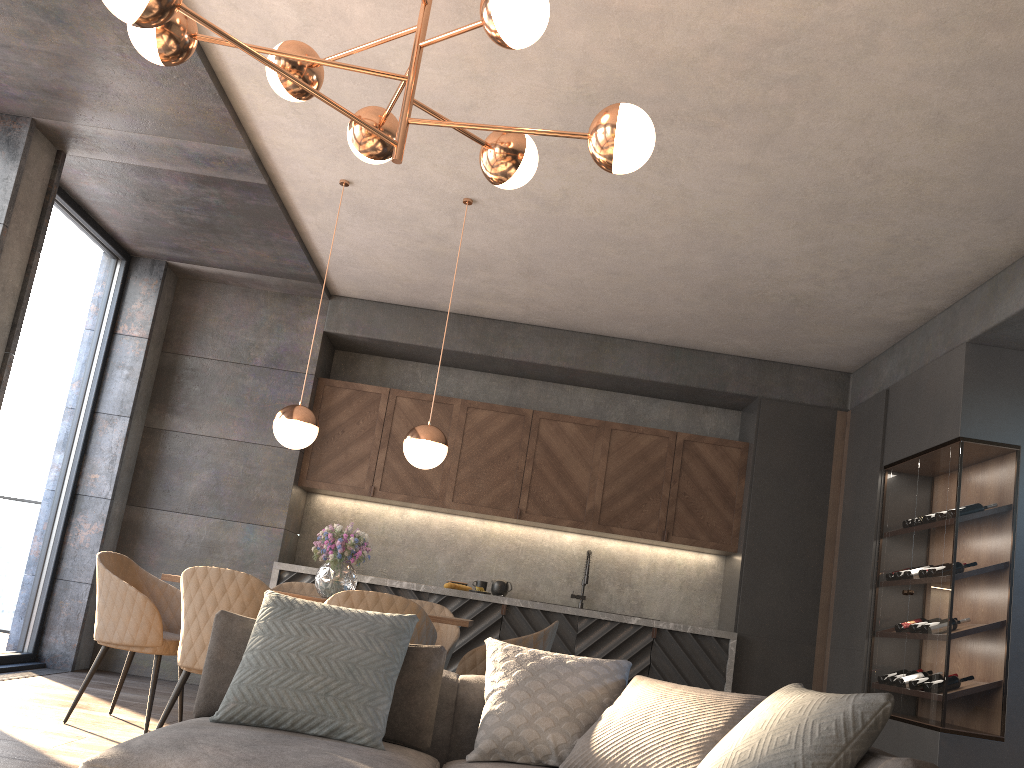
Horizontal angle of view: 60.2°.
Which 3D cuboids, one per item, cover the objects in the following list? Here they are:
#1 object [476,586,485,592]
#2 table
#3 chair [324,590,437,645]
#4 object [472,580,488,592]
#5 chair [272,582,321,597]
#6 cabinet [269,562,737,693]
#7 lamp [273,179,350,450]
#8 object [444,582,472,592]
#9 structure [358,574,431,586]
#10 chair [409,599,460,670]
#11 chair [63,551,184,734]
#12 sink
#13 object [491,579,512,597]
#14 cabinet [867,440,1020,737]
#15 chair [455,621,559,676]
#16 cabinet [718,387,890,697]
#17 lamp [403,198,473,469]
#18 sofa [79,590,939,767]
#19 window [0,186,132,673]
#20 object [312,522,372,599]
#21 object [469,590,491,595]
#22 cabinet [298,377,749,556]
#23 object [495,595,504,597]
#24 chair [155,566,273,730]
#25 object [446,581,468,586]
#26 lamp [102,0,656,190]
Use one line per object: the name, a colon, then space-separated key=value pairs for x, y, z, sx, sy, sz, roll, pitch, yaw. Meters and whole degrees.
object: x=-0.237 y=1.546 z=6.614 sx=0.120 sy=0.044 sz=0.118 roll=7 pitch=-14 yaw=6
table: x=-0.989 y=1.472 z=4.467 sx=1.466 sy=0.757 sz=0.783 roll=9 pitch=-12 yaw=1
chair: x=-0.648 y=1.343 z=3.912 sx=0.556 sy=0.823 sz=0.518 roll=10 pitch=-11 yaw=-5
object: x=-0.244 y=1.564 z=6.784 sx=0.090 sy=0.102 sz=0.114 roll=1 pitch=-15 yaw=32
chair: x=-1.253 y=1.552 z=5.053 sx=0.556 sy=0.823 sz=0.518 roll=10 pitch=-11 yaw=-5
cabinet: x=-0.125 y=2.075 z=6.603 sx=3.391 sy=0.935 sz=0.611 roll=9 pitch=-11 yaw=1
lamp: x=-1.054 y=-0.394 z=4.822 sx=0.239 sy=1.520 sz=0.243 roll=8 pitch=-10 yaw=7
object: x=-0.398 y=1.532 z=6.642 sx=0.071 sy=0.054 sz=0.306 roll=-2 pitch=-18 yaw=40
structure: x=-0.877 y=1.504 z=6.705 sx=0.610 sy=0.017 sz=0.514 roll=9 pitch=-15 yaw=1
chair: x=-0.610 y=1.644 z=5.025 sx=0.555 sy=0.823 sz=0.519 roll=9 pitch=-11 yaw=0
chair: x=-1.891 y=1.303 z=4.484 sx=0.509 sy=0.823 sz=0.565 roll=8 pitch=-11 yaw=5
sink: x=0.637 y=1.542 z=6.748 sx=0.962 sy=0.538 sz=0.469 roll=9 pitch=-12 yaw=1
object: x=-0.089 y=1.570 z=6.782 sx=0.137 sy=0.135 sz=0.154 roll=15 pitch=-14 yaw=-26
cabinet: x=2.577 y=1.232 z=5.346 sx=0.337 sy=1.559 sz=1.016 roll=9 pitch=-11 yaw=1
chair: x=-0.075 y=1.571 z=4.438 sx=0.509 sy=0.823 sz=0.565 roll=8 pitch=-11 yaw=5
cabinet: x=2.278 y=1.477 z=6.434 sx=1.187 sy=2.711 sz=1.223 roll=9 pitch=-11 yaw=1
lamp: x=-0.362 y=-0.289 z=4.814 sx=0.241 sy=1.520 sz=0.241 roll=13 pitch=-11 yaw=-23
sofa: x=-0.051 y=0.911 z=1.836 sx=2.023 sy=0.771 sz=2.965 roll=9 pitch=-14 yaw=1
window: x=-3.011 y=-0.451 z=2.715 sx=0.199 sy=2.947 sz=7.401 roll=9 pitch=-14 yaw=1
object: x=-0.889 y=0.917 z=4.596 sx=0.301 sy=0.402 sz=0.331 roll=15 pitch=-13 yaw=-28
object: x=-0.240 y=1.563 z=6.611 sx=0.170 sy=0.020 sz=0.173 roll=2 pitch=-16 yaw=26
cabinet: x=0.100 y=0.660 z=6.972 sx=3.391 sy=0.852 sz=0.375 roll=9 pitch=-11 yaw=1
object: x=-0.295 y=1.564 z=6.652 sx=0.490 sy=0.039 sz=0.289 roll=10 pitch=-15 yaw=-4
chair: x=-1.252 y=1.250 z=3.915 sx=0.554 sy=0.823 sz=0.520 roll=7 pitch=-11 yaw=10
object: x=-0.427 y=1.553 z=6.789 sx=0.157 sy=0.067 sz=0.118 roll=12 pitch=-14 yaw=-14
lamp: x=-0.378 y=-1.113 z=2.693 sx=1.475 sy=1.022 sz=1.025 roll=14 pitch=-13 yaw=-22
